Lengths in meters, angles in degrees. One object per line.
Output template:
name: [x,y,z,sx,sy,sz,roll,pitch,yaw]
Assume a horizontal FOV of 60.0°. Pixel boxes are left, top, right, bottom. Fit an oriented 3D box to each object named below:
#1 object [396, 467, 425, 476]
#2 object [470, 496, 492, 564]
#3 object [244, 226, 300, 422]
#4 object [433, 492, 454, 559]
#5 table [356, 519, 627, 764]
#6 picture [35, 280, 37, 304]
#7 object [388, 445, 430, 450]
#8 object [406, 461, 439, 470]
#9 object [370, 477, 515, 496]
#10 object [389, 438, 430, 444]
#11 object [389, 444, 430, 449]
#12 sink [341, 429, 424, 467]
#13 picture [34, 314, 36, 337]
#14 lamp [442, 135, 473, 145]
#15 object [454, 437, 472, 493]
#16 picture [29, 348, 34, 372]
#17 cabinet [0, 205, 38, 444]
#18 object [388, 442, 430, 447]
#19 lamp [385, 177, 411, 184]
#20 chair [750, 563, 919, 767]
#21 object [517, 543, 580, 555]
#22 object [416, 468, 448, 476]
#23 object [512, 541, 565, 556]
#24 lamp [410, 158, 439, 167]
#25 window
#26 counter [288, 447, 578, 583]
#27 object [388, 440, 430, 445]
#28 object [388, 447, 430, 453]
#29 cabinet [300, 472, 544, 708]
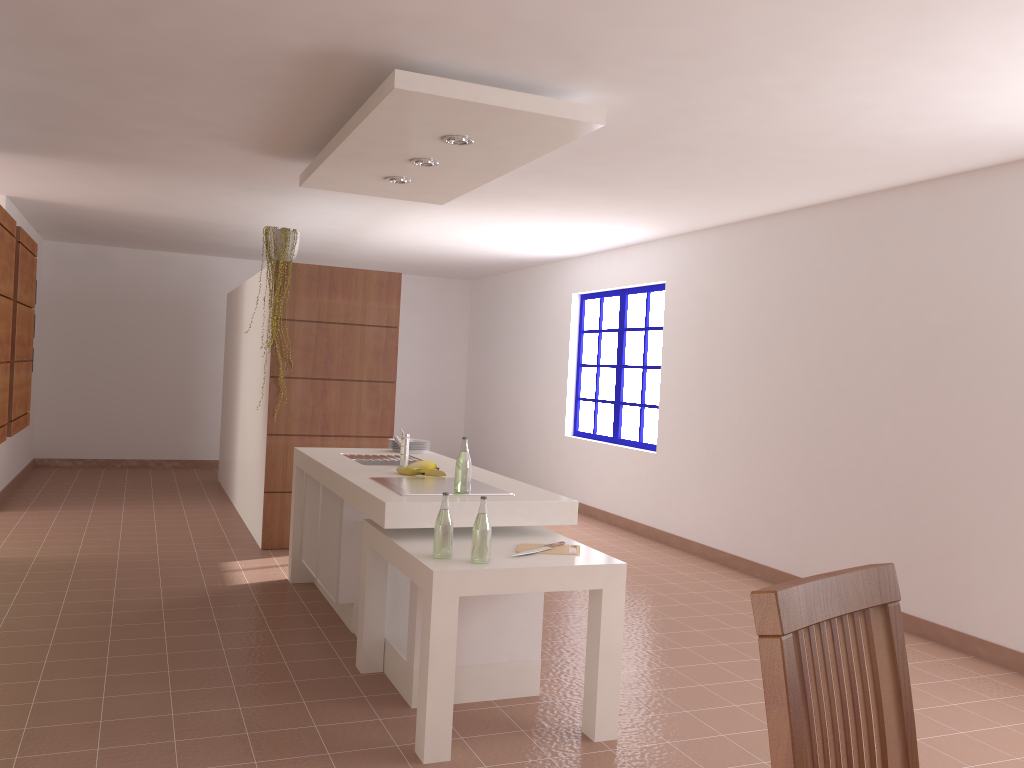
object: [-0.502,0.420,4.263,0.060,0.033,0.207,2,1,-43]
object: [-0.105,0.510,3.115,0.071,0.230,0.071,2,1,-42]
object: [-1.644,-0.412,6.153,0.279,1.344,0.297,3,1,26]
object: [-0.242,0.502,3.164,0.071,0.230,0.071,2,1,-42]
table: [-0.132,0.943,3.548,0.737,0.647,1.003,3,1,-23]
picture: [-4.639,-0.922,8.497,0.015,0.248,1.408,3,1,-23]
object: [-0.632,0.394,5.436,0.228,0.020,0.228,2,1,-41]
object: [-0.421,0.396,4.293,0.047,0.055,0.207,4,1,44]
object: [-0.320,0.449,3.908,0.493,0.006,0.551,3,1,-23]
object: [-0.630,0.354,5.435,0.228,0.020,0.228,2,1,-41]
object: [-0.631,0.384,5.436,0.228,0.020,0.228,2,1,-41]
sink: [-0.683,0.414,4.899,0.404,0.368,0.668,3,1,-23]
picture: [-4.657,-0.573,8.501,0.015,0.248,1.408,3,1,-23]
lamp: [-0.246,-1.124,4.024,0.143,0.059,0.143,2,1,-40]
object: [-0.203,0.339,3.729,0.071,0.230,0.071,2,1,-42]
picture: [-4.676,-0.223,8.505,0.015,0.248,1.408,3,1,-23]
cabinet: [-2.605,-0.267,3.558,0.754,1.200,4.718,3,1,-23]
object: [-0.631,0.374,5.435,0.228,0.020,0.228,2,1,-41]
lamp: [-0.635,-1.156,4.949,0.143,0.059,0.143,3,1,5]
chair: [0.583,0.803,1.046,0.444,1.063,0.574,2,1,-42]
object: [0.143,0.633,3.399,0.266,0.006,0.168,3,1,-6]
object: [-0.396,0.425,4.280,0.207,0.033,0.060,3,1,22]
object: [0.107,0.625,3.355,0.041,0.008,0.375,3,1,34]
lamp: [-0.442,-1.141,4.489,0.143,0.059,0.143,3,1,5]
window: [1.001,-0.161,8.182,0.035,1.430,1.699,3,1,-23]
counter: [-0.540,0.832,4.517,0.821,0.800,2.156,3,1,-23]
object: [-0.630,0.364,5.435,0.228,0.020,0.228,2,1,-41]
object: [-0.632,0.405,5.436,0.228,0.020,0.228,2,1,-41]
cabinet: [-0.517,0.884,4.467,0.737,0.700,2.048,3,1,-23]
